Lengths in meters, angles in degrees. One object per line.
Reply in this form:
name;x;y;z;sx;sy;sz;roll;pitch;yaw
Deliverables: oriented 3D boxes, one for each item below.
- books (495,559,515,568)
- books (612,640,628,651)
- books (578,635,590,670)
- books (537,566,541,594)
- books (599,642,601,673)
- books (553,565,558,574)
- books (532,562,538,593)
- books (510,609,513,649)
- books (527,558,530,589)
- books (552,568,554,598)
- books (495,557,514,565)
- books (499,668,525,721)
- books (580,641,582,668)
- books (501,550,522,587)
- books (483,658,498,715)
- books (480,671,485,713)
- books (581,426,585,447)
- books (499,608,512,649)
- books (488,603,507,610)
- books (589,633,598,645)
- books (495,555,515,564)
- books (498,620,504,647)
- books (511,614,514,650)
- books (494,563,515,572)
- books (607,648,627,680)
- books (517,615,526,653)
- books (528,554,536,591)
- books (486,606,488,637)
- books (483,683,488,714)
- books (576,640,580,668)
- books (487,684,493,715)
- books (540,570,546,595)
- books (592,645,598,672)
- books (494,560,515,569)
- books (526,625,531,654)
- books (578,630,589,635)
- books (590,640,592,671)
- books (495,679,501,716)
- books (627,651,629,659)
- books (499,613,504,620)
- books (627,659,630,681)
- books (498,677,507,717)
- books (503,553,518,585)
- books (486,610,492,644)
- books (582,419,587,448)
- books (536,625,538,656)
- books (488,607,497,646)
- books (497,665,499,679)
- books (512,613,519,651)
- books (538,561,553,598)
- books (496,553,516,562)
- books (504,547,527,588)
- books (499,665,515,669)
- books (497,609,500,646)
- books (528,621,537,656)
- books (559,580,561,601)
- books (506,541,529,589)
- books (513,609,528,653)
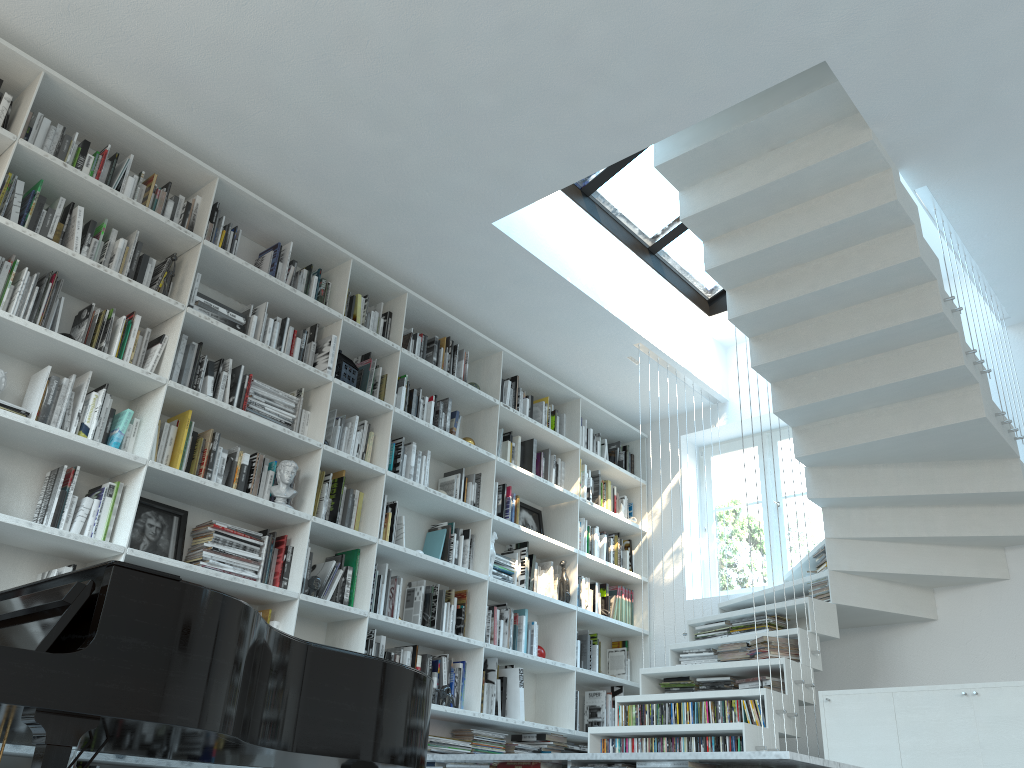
books;-0.134;1.088;5.386;0.160;0.012;0.286;-20;-35;38
books;0.755;1.954;6.182;0.129;0.313;0.013;-18;-33;37
books;0.425;1.767;5.772;0.184;0.247;0.027;-18;-33;37
books;0.121;1.286;5.649;0.129;0.234;0.028;-18;-33;37
books;0.522;1.845;5.908;0.166;0.238;0.013;-18;-33;37
books;0.244;1.335;5.788;0.139;0.282;0.029;-18;-33;37
books;0.095;1.256;5.600;0.147;0.241;0.031;-18;-33;37
books;-0.073;1.474;5.260;0.186;0.261;0.012;-18;-33;37
books;0.029;1.213;5.517;0.179;0.235;0.030;-18;-33;37
books;0.195;1.307;5.687;0.177;0.238;0.041;-18;-33;37
books;-0.133;1.077;5.391;0.161;0.012;0.255;-20;-35;38
books;-0.041;1.801;5.128;0.255;0.290;0.075;-18;-34;37
books;0.387;1.782;5.762;0.149;0.207;0.025;-18;-33;37
books;-0.012;1.181;5.511;0.160;0.283;0.012;-18;-33;37
books;-0.158;1.741;5.068;0.169;0.331;0.014;-18;-33;37
books;-0.220;1.746;4.985;0.157;0.242;0.015;-18;-33;37
books;0.441;0.434;6.373;0.183;0.242;0.023;-18;-33;37
books;-0.091;1.464;5.234;0.191;0.254;0.028;-18;-33;37
books;-0.093;1.457;5.270;0.147;0.297;0.013;-18;-33;37
books;0.499;1.806;5.882;0.161;0.283;0.011;-18;-33;37
books;-0.132;1.066;5.396;0.160;0.012;0.286;-17;-33;35
books;-0.128;1.485;5.199;0.186;0.181;0.028;-18;-34;37
books;-0.065;1.502;5.298;0.166;0.245;0.026;-18;-33;37
books;-0.135;1.109;5.375;0.160;0.012;0.286;-20;-35;38
books;0.722;1.956;6.122;0.161;0.253;0.012;-18;-33;37
books;-0.001;1.527;5.337;0.190;0.242;0.023;-18;-33;37
books;0.064;1.216;5.568;0.167;0.280;0.059;-18;-33;37
books;-0.206;1.420;5.151;0.143;0.245;0.024;-18;-33;37
books;-0.200;1.792;5.011;0.140;0.187;0.030;-18;-33;37
books;0.363;1.763;5.719;0.173;0.200;0.029;-18;-34;37
books;-0.177;1.801;5.025;0.149;0.184;0.024;-18;-34;37
books;0.143;1.304;5.658;0.155;0.212;0.025;-18;-33;37
books;0.493;1.833;5.849;0.175;0.204;0.021;-18;-34;37
books;-0.129;1.097;5.376;0.159;0.012;0.286;-15;-32;32
books;0.033;1.572;5.374;0.190;0.200;0.030;-18;-34;37
books;0.445;1.776;5.841;0.141;0.295;0.013;-18;-33;37
books;0.456;1.809;5.832;0.172;0.229;0.014;-18;-33;37
books;-0.139;1.805;5.065;0.184;0.216;0.052;-18;-34;37
books;0.748;1.981;6.149;0.152;0.236;0.022;-18;-33;37
books;-0.122;1.474;5.228;0.179;0.228;0.012;-18;-33;37
books;0.739;1.994;6.115;0.167;0.180;0.028;-18;-34;37
books;-0.108;1.816;5.106;0.172;0.238;0.031;-18;-33;37
books;-0.033;1.176;5.469;0.161;0.253;0.012;-18;-33;37
books;-0.186;1.434;5.150;0.163;0.222;0.011;-18;-33;37
books;0.460;0.417;6.407;0.184;0.304;0.012;-18;-33;37
books;0.086;1.597;5.444;0.170;0.222;0.027;-18;-33;37
books;-0.164;1.432;5.169;0.186;0.245;0.045;-18;-33;37
books;-0.134;1.784;5.118;0.132;0.302;0.010;-18;-33;37
books;-0.036;1.504;5.300;0.177;0.248;0.014;-18;-33;37
books;0.178;1.281;5.672;0.192;0.269;0.021;-18;-33;37
books;-0.132;1.056;5.401;0.160;0.012;0.286;-20;-35;38
books;0.016;1.172;5.506;0.184;0.298;0.011;-18;-33;37
books;-0.045;1.823;5.209;0.136;0.324;0.012;-18;-33;37
books;-0.153;1.453;5.201;0.177;0.238;0.026;-18;-33;37
books;0.071;1.582;5.429;0.181;0.234;0.025;-18;-33;37
books;0.245;1.364;5.729;0.166;0.178;0.028;-18;-34;37
books;0.025;1.158;5.521;0.180;0.337;0.010;-18;-33;37
books;0.014;1.516;5.366;0.181;0.289;0.026;-18;-33;37
